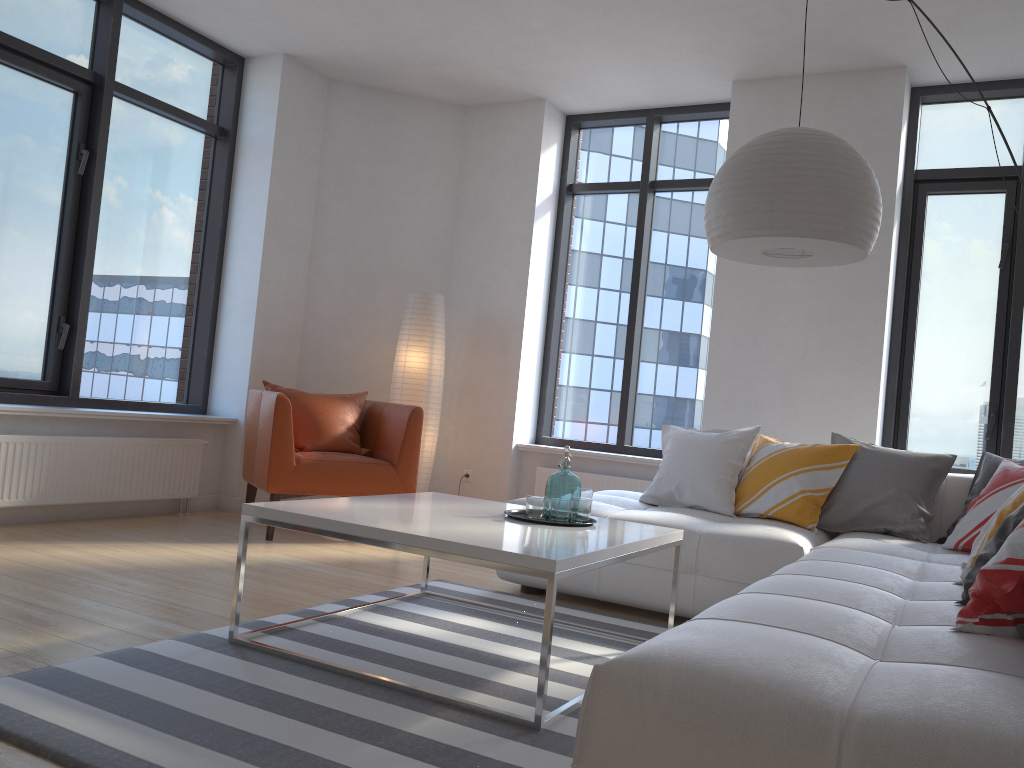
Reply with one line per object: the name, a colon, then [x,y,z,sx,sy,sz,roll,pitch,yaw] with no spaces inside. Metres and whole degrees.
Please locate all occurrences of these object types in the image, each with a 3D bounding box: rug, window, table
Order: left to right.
window: [-2.434,-1.067,5.082,0.170,2.402,1.960,5,-2,28]
rug: [-0.155,0.880,2.722,1.662,0.016,2.326,5,-2,28]
table: [-0.131,0.668,2.993,1.091,0.435,1.091,5,-2,28]
window: [0.890,-0.710,6.180,1.310,2.402,0.170,5,-2,28]
window: [2.911,-0.550,5.092,1.310,2.402,0.170,5,-2,28]

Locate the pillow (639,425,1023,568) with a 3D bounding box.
pillow: [1.288,0.417,3.712,0.580,0.456,2.156,7,-2,-36]

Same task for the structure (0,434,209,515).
structure: [-2.281,0.521,4.903,0.110,0.460,1.474,5,-2,28]

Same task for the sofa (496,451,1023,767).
sofa: [0.857,0.626,2.996,2.614,0.732,3.424,5,-2,28]

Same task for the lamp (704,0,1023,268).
lamp: [2.098,-0.192,3.744,3.199,2.647,0.710,6,-2,-26]

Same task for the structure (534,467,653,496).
structure: [0.611,0.830,5.824,1.015,0.460,0.110,5,-2,28]

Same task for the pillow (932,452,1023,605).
pillow: [1.791,0.445,2.989,0.608,0.436,2.120,5,-2,24]

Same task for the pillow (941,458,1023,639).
pillow: [1.642,0.448,2.696,0.575,0.449,2.250,5,-2,26]

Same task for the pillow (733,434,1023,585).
pillow: [1.413,0.438,3.419,0.630,0.440,2.095,6,-2,-15]

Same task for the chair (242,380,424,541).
chair: [-1.119,0.444,5.293,0.896,0.858,0.843,7,-2,-30]

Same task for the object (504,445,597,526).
object: [0.148,0.348,3.137,0.330,0.265,0.330,7,-2,-38]

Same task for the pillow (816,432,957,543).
pillow: [1.309,0.387,2.769,0.647,0.453,2.953,5,-2,16]

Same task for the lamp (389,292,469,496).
lamp: [-0.423,0.187,5.957,0.804,1.550,0.502,6,-2,-11]
